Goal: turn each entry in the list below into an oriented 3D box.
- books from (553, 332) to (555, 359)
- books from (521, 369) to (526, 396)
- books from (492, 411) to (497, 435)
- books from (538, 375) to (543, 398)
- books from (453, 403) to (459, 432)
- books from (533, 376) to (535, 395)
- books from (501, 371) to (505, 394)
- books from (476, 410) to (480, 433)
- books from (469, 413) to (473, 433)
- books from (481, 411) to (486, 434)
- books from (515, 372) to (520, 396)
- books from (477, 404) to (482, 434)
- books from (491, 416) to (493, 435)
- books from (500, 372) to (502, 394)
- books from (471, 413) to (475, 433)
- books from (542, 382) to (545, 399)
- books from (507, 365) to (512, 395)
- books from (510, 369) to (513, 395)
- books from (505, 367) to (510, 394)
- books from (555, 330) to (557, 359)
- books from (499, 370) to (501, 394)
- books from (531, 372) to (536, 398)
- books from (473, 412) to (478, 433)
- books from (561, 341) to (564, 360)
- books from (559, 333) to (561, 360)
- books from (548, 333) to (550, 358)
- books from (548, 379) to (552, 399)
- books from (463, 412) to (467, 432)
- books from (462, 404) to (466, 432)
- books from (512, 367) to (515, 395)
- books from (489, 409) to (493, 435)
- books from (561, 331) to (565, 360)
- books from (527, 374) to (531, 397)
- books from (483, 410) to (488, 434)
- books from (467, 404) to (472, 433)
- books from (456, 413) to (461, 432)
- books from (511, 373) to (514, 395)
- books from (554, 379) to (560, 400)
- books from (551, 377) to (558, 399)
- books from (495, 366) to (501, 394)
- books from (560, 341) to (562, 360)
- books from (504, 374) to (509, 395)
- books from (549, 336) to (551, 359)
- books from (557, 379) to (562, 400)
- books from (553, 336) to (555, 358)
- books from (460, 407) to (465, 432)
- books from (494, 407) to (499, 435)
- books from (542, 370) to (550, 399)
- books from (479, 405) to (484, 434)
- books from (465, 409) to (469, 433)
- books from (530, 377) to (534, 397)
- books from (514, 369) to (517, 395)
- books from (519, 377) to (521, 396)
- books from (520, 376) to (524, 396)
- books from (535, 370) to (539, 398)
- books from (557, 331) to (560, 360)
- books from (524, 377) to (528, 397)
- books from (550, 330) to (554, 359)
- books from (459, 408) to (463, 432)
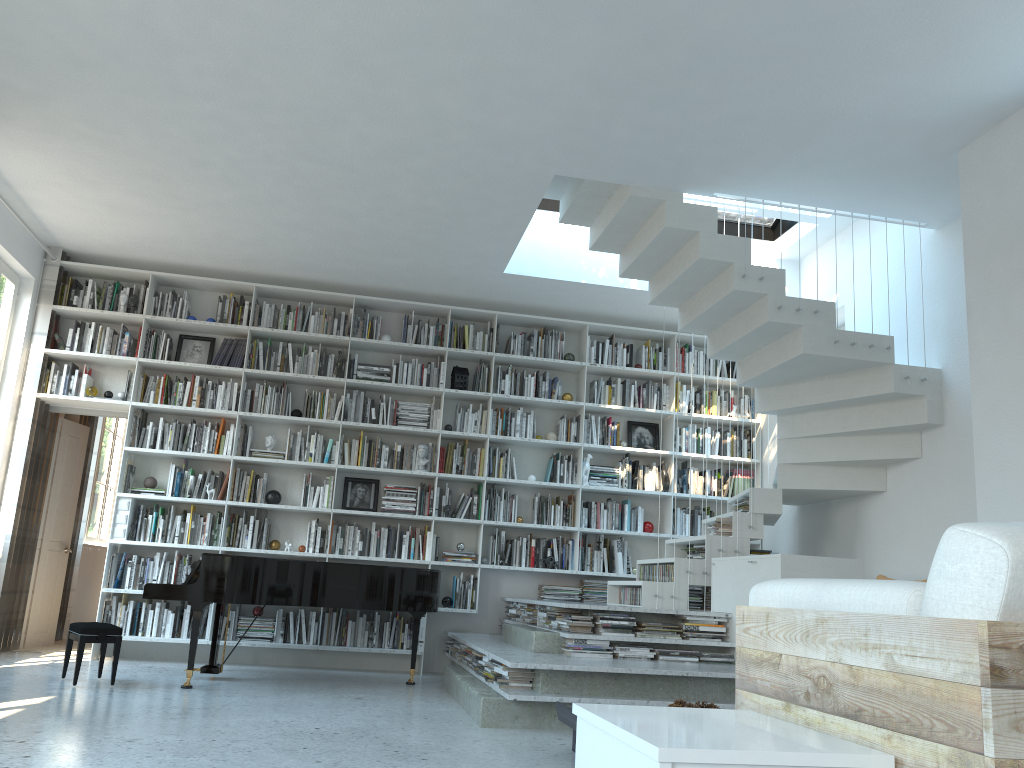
[{"bbox_3d":[0.376,-0.318,8.146,0.019,0.298,0.137,6,-13,-10],"label":"books"},{"bbox_3d":[0.097,0.021,8.027,0.013,0.283,0.155,6,-13,-10],"label":"books"},{"bbox_3d":[-0.170,0.374,7.905,0.030,0.241,0.138,6,-13,-10],"label":"books"},{"bbox_3d":[0.240,0.054,8.029,0.030,0.237,0.186,6,-13,-10],"label":"books"},{"bbox_3d":[-0.497,0.319,7.850,0.018,0.284,0.160,6,-13,-10],"label":"books"},{"bbox_3d":[0.176,0.056,8.020,0.011,0.222,0.159,6,-13,-10],"label":"books"},{"bbox_3d":[-0.092,0.020,7.982,0.026,0.242,0.148,6,-13,-10],"label":"books"},{"bbox_3d":[-0.318,0.360,7.864,0.024,0.233,0.150,6,-13,-10],"label":"books"},{"bbox_3d":[-0.375,0.371,7.840,0.024,0.194,0.173,6,-13,-10],"label":"books"},{"bbox_3d":[-0.267,0.363,7.856,0.028,0.229,0.177,6,-13,-10],"label":"books"},{"bbox_3d":[0.039,0.031,7.994,0.027,0.241,0.160,6,-13,-10],"label":"books"},{"bbox_3d":[-0.300,0.333,7.875,0.028,0.293,0.154,6,-13,-10],"label":"books"},{"bbox_3d":[-0.193,0.388,7.902,0.013,0.209,0.140,6,-13,-10],"label":"books"},{"bbox_3d":[-0.111,0.021,7.984,0.012,0.239,0.139,6,-13,-10],"label":"books"},{"bbox_3d":[-0.357,0.372,7.846,0.027,0.196,0.185,6,-13,-10],"label":"books"},{"bbox_3d":[0.266,0.085,8.032,0.027,0.181,0.176,6,-13,-10],"label":"books"},{"bbox_3d":[-0.032,-0.007,7.991,0.014,0.306,0.152,6,-13,-10],"label":"books"},{"bbox_3d":[-0.021,0.013,7.988,0.010,0.268,0.166,6,-13,-10],"label":"books"},{"bbox_3d":[-0.046,0.004,7.992,0.011,0.282,0.173,6,-13,-10],"label":"books"},{"bbox_3d":[0.387,-0.324,8.168,0.008,0.320,0.134,6,-13,-10],"label":"books"},{"bbox_3d":[-0.122,0.001,7.992,0.011,0.279,0.133,6,-13,-10],"label":"books"},{"bbox_3d":[0.189,0.037,8.028,0.012,0.264,0.156,6,-13,-10],"label":"books"},{"bbox_3d":[-0.336,0.368,7.851,0.029,0.210,0.158,6,-13,-10],"label":"books"},{"bbox_3d":[0.444,-0.270,8.136,0.014,0.208,0.188,6,-13,-10],"label":"books"},{"bbox_3d":[0.419,-0.308,8.134,0.008,0.278,0.180,6,-13,-10],"label":"books"},{"bbox_3d":[0.319,-0.313,8.132,0.008,0.274,0.163,6,-13,-10],"label":"books"},{"bbox_3d":[0.323,0.076,8.046,0.030,0.212,0.157,6,-13,-10],"label":"books"},{"bbox_3d":[-0.425,0.363,7.848,0.023,0.206,0.171,6,-13,-10],"label":"books"},{"bbox_3d":[-0.434,0.329,7.854,0.019,0.274,0.146,6,-13,-10],"label":"books"},{"bbox_3d":[0.002,0.005,8.010,0.021,0.295,0.138,6,-13,-10],"label":"books"},{"bbox_3d":[-0.207,0.360,7.876,0.028,0.251,0.190,6,-13,-10],"label":"books"},{"bbox_3d":[0.457,-0.316,8.149,0.006,0.305,0.164,6,-13,-10],"label":"books"},{"bbox_3d":[0.140,0.045,8.016,0.023,0.236,0.149,6,-13,-10],"label":"books"},{"bbox_3d":[-0.251,0.364,7.875,0.026,0.237,0.173,6,-13,-10],"label":"books"},{"bbox_3d":[-0.386,0.327,7.835,0.028,0.274,0.187,6,-13,-10],"label":"books"},{"bbox_3d":[-0.484,0.364,7.820,0.028,0.185,0.181,6,-13,-10],"label":"books"},{"bbox_3d":[-0.013,0.032,7.995,0.012,0.235,0.165,6,-13,-10],"label":"books"},{"bbox_3d":[0.387,0.080,8.055,0.048,0.216,0.182,6,-13,-10],"label":"books"},{"bbox_3d":[0.367,0.067,8.044,0.054,0.235,0.172,6,-13,-10],"label":"books"},{"bbox_3d":[-0.130,-0.007,7.971,0.012,0.284,0.160,6,-13,-10],"label":"books"},{"bbox_3d":[0.427,-0.273,8.142,0.018,0.214,0.158,6,-13,-10],"label":"books"},{"bbox_3d":[-0.064,0.036,7.965,0.026,0.207,0.181,6,-13,-10],"label":"books"},{"bbox_3d":[0.335,-0.300,8.132,0.024,0.252,0.150,6,-13,-10],"label":"books"},{"bbox_3d":[0.420,0.082,8.080,0.026,0.229,0.141,6,-13,-10],"label":"books"},{"bbox_3d":[0.362,-0.301,8.135,0.014,0.258,0.150,6,-13,-10],"label":"books"},{"bbox_3d":[-0.449,0.340,7.848,0.028,0.249,0.165,6,-13,-10],"label":"books"},{"bbox_3d":[-0.146,0.357,7.909,0.014,0.278,0.154,6,-13,-10],"label":"books"},{"bbox_3d":[0.299,0.035,8.035,0.029,0.284,0.184,6,-13,-10],"label":"books"},{"bbox_3d":[-0.285,0.342,7.874,0.025,0.276,0.173,6,-13,-10],"label":"books"},{"bbox_3d":[-0.408,0.349,7.848,0.023,0.235,0.179,6,-13,-10],"label":"books"},{"bbox_3d":[0.163,0.058,8.002,0.021,0.208,0.181,6,-13,-10],"label":"books"},{"bbox_3d":[0.016,0.018,8.017,0.012,0.276,0.133,6,-13,-10],"label":"books"},{"bbox_3d":[0.054,0.050,8.012,0.014,0.214,0.132,6,-13,-10],"label":"books"},{"bbox_3d":[0.075,0.049,8.020,0.028,0.223,0.142,6,-13,-10],"label":"books"},{"bbox_3d":[0.217,0.033,8.048,0.012,0.284,0.160,6,-13,-10],"label":"books"},{"bbox_3d":[0.408,-0.316,8.141,0.013,0.296,0.189,6,-13,-10],"label":"books"},{"bbox_3d":[0.114,0.055,8.021,0.025,0.216,0.144,6,-13,-10],"label":"books"},{"bbox_3d":[0.353,-0.327,8.132,0.008,0.306,0.183,6,-13,-10],"label":"books"},{"bbox_3d":[-0.467,0.343,7.849,0.024,0.242,0.159,6,-13,-10],"label":"books"}]
